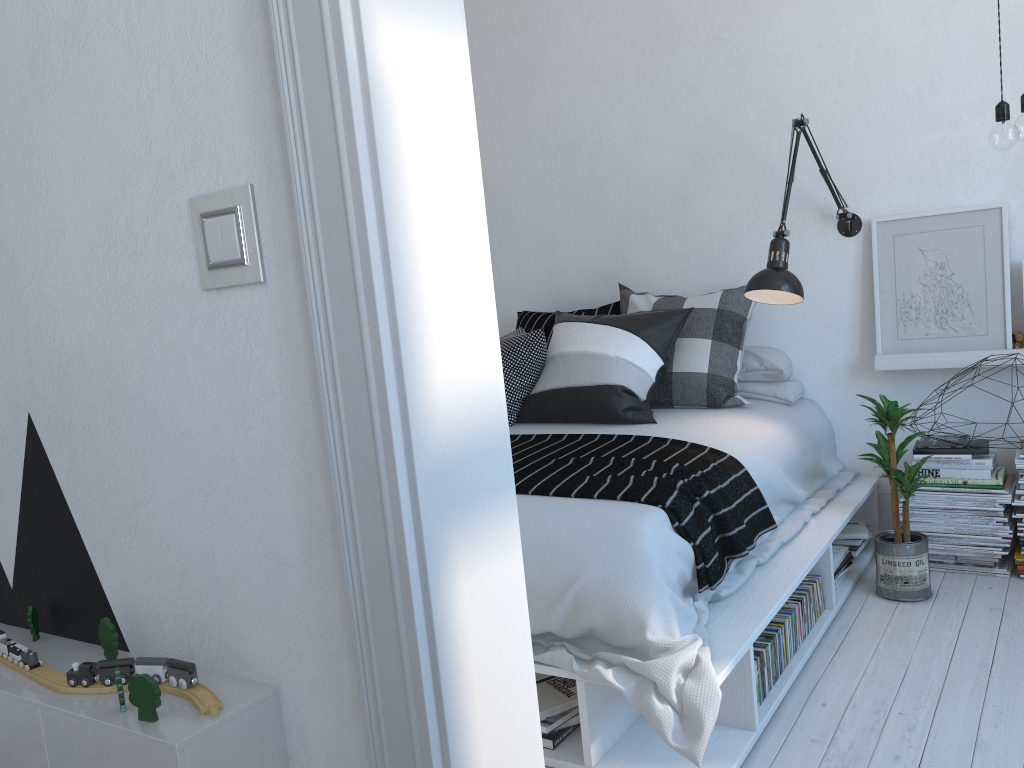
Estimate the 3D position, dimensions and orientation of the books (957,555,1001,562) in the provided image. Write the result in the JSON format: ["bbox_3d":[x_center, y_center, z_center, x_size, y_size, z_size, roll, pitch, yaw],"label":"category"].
[{"bbox_3d":[1.691,0.593,3.188,0.132,0.014,0.232,-1,8,36],"label":"books"}]

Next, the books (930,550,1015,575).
[{"bbox_3d":[1.646,0.636,3.247,0.338,0.007,0.263,-1,8,36],"label":"books"}]

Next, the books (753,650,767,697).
[{"bbox_3d":[0.613,0.767,2.369,0.125,0.125,0.010,-2,8,33],"label":"books"}]

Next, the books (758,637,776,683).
[{"bbox_3d":[0.660,0.754,2.441,0.125,0.125,0.007,-2,8,33],"label":"books"}]

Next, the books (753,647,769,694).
[{"bbox_3d":[0.622,0.764,2.383,0.125,0.125,0.009,-2,8,33],"label":"books"}]

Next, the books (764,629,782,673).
[{"bbox_3d":[0.691,0.745,2.489,0.125,0.125,0.009,-2,8,33],"label":"books"}]

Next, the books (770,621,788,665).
[{"bbox_3d":[0.722,0.736,2.538,0.125,0.125,0.007,-2,8,33],"label":"books"}]

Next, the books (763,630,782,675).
[{"bbox_3d":[0.687,0.746,2.483,0.125,0.125,0.010,-2,8,33],"label":"books"}]

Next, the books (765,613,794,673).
[{"bbox_3d":[0.726,0.735,2.544,0.125,0.125,0.119,-2,8,33],"label":"books"}]

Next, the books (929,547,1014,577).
[{"bbox_3d":[1.637,0.631,3.255,0.360,0.031,0.280,-2,8,34],"label":"books"}]

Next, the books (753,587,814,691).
[{"bbox_3d":[0.754,0.727,2.587,0.125,0.125,0.466,-2,8,33],"label":"books"}]

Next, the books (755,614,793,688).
[{"bbox_3d":[0.697,0.743,2.499,0.125,0.125,0.210,-2,8,33],"label":"books"}]

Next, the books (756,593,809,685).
[{"bbox_3d":[0.748,0.729,2.578,0.125,0.125,0.368,-2,8,33],"label":"books"}]

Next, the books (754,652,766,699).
[{"bbox_3d":[0.608,0.768,2.360,0.125,0.125,0.010,-2,8,33],"label":"books"}]

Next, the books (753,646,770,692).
[{"bbox_3d":[0.626,0.763,2.389,0.125,0.125,0.009,-2,8,33],"label":"books"}]

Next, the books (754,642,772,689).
[{"bbox_3d":[0.598,0.771,2.345,0.125,0.125,0.161,-2,8,33],"label":"books"}]

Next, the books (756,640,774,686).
[{"bbox_3d":[0.647,0.757,2.422,0.125,0.125,0.008,-2,8,33],"label":"books"}]

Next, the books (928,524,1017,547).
[{"bbox_3d":[1.641,0.536,3.231,0.336,0.011,0.270,-1,8,36],"label":"books"}]

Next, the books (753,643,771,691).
[{"bbox_3d":[0.635,0.760,2.403,0.125,0.125,0.008,-2,8,33],"label":"books"}]

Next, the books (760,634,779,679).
[{"bbox_3d":[0.671,0.750,2.459,0.125,0.125,0.008,-2,8,33],"label":"books"}]

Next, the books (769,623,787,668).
[{"bbox_3d":[0.713,0.739,2.524,0.125,0.125,0.010,-2,8,33],"label":"books"}]

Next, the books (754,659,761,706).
[{"bbox_3d":[0.584,0.775,2.324,0.125,0.125,0.007,-2,8,33],"label":"books"}]

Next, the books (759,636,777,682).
[{"bbox_3d":[0.664,0.752,2.447,0.125,0.125,0.007,-2,8,33],"label":"books"}]

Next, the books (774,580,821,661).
[{"bbox_3d":[0.834,0.705,2.711,0.125,0.126,0.359,-2,8,33],"label":"books"}]

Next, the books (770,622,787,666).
[{"bbox_3d":[0.718,0.737,2.531,0.125,0.125,0.007,-2,8,33],"label":"books"}]

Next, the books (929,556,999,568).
[{"bbox_3d":[1.615,0.616,3.247,0.308,0.009,0.263,-2,8,35],"label":"books"}]

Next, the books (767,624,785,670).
[{"bbox_3d":[0.707,0.740,2.515,0.125,0.125,0.014,-2,8,33],"label":"books"}]

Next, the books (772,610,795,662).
[{"bbox_3d":[0.748,0.729,2.578,0.125,0.125,0.077,-2,8,33],"label":"books"}]

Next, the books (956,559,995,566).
[{"bbox_3d":[1.692,0.603,3.198,0.117,0.009,0.273,-1,8,36],"label":"books"}]

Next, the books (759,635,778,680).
[{"bbox_3d":[0.668,0.751,2.453,0.125,0.125,0.008,-2,8,33],"label":"books"}]

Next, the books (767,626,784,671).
[{"bbox_3d":[0.701,0.742,2.505,0.125,0.125,0.010,-2,8,33],"label":"books"}]

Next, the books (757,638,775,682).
[{"bbox_3d":[0.656,0.755,2.435,0.125,0.125,0.007,-2,8,33],"label":"books"}]

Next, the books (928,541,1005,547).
[{"bbox_3d":[1.618,0.544,3.248,0.335,0.008,0.270,-2,7,30],"label":"books"}]

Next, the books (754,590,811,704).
[{"bbox_3d":[0.725,0.735,2.542,0.125,0.125,0.515,-2,8,33],"label":"books"}]

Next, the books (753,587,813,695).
[{"bbox_3d":[0.745,0.730,2.574,0.125,0.125,0.483,-2,8,33],"label":"books"}]

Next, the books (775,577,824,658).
[{"bbox_3d":[0.846,0.702,2.730,0.125,0.126,0.375,-2,8,33],"label":"books"}]

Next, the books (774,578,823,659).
[{"bbox_3d":[0.840,0.704,2.721,0.125,0.126,0.367,-2,8,33],"label":"books"}]

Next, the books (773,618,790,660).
[{"bbox_3d":[0.636,0.760,2.404,0.125,0.125,0.380,-2,8,33],"label":"books"}]

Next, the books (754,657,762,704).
[{"bbox_3d":[0.593,0.772,2.337,0.125,0.125,0.008,-2,8,33],"label":"books"}]

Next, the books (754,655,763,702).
[{"bbox_3d":[0.597,0.771,2.344,0.125,0.125,0.008,-2,8,33],"label":"books"}]

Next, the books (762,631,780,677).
[{"bbox_3d":[0.681,0.748,2.474,0.125,0.125,0.012,-2,8,33],"label":"books"}]

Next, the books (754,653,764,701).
[{"bbox_3d":[0.602,0.770,2.352,0.125,0.125,0.010,-2,8,33],"label":"books"}]

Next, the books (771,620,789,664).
[{"bbox_3d":[0.647,0.757,2.422,0.125,0.125,0.301,-2,8,33],"label":"books"}]

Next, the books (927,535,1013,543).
[{"bbox_3d":[1.632,0.524,3.238,0.361,0.015,0.284,-2,7,32],"label":"books"}]

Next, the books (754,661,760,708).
[{"bbox_3d":[0.578,0.776,2.315,0.125,0.125,0.016,-2,8,33],"label":"books"}]

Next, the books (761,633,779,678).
[{"bbox_3d":[0.675,0.749,2.465,0.125,0.125,0.008,-2,8,33],"label":"books"}]
